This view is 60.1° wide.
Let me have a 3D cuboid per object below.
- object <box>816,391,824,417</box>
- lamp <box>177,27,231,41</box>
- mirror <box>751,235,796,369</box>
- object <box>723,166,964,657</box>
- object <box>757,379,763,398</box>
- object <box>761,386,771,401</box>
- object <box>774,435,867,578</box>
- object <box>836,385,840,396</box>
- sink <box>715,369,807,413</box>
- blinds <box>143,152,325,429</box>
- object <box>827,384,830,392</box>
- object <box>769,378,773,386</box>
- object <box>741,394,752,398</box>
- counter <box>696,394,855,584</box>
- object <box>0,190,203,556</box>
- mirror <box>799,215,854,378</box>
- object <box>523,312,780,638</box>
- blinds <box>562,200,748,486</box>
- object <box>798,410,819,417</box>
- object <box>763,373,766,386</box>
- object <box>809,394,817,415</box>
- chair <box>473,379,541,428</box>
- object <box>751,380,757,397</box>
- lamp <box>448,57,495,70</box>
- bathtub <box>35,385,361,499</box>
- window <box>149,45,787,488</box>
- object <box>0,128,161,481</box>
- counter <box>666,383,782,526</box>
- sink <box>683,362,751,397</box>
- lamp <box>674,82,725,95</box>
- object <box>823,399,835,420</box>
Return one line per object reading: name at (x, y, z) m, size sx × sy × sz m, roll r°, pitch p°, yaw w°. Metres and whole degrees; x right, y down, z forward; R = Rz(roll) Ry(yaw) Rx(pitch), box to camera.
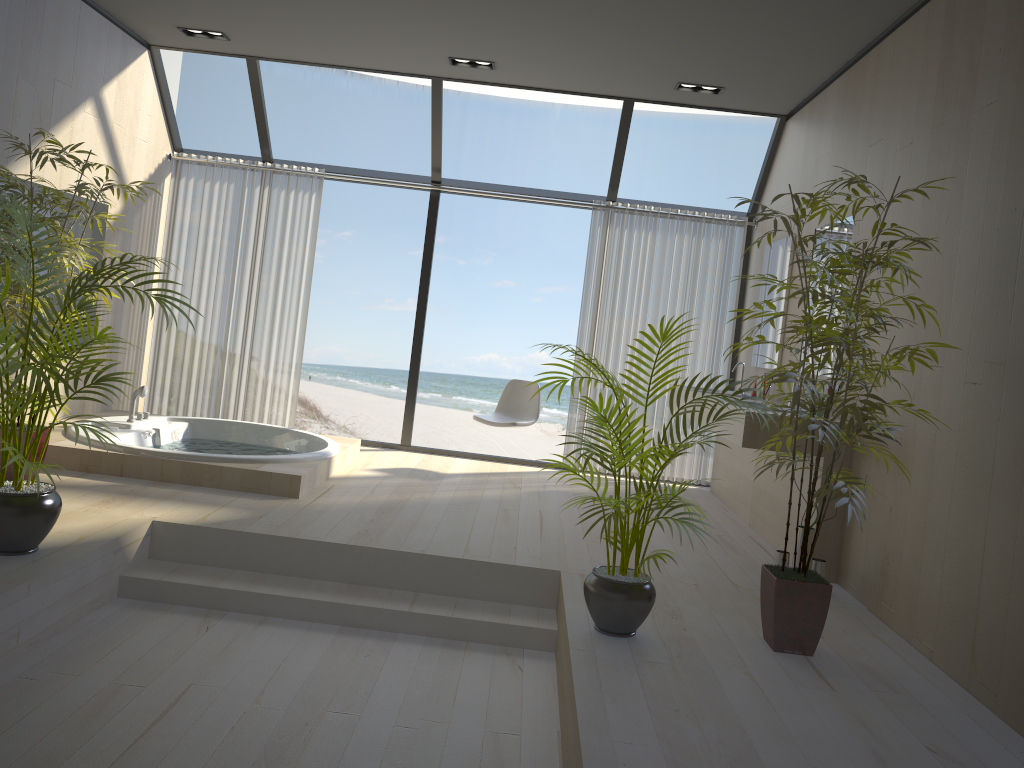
object at (1.602, 0.104, 4.589) m, size 0.039 × 0.135 × 0.039 m, roll 7°, pitch 0°, yaw 43°
lamp at (-2.043, -2.380, 5.890) m, size 0.301 × 0.112 × 0.164 m, roll 7°, pitch 2°, yaw 1°
mirror at (1.763, -0.539, 5.992) m, size 0.023 × 0.868 × 0.654 m, roll 7°, pitch 1°, yaw 1°
object at (1.169, 0.103, 3.210) m, size 0.789 × 1.756 × 0.933 m, roll 7°, pitch 1°, yaw 26°
object at (1.630, 0.036, 5.795) m, size 0.038 × 0.135 × 0.039 m, roll 7°, pitch 0°, yaw -40°
object at (1.605, 0.061, 5.614) m, size 0.058 × 0.100 × 0.058 m, roll 7°, pitch 1°, yaw 8°
object at (1.467, 0.595, 4.136) m, size 0.406 × 0.749 × 0.274 m, roll 7°, pitch 0°, yaw -11°
object at (1.595, 0.091, 4.401) m, size 0.054 × 0.175 × 0.012 m, roll 7°, pitch 0°, yaw 27°
sink at (1.373, 0.107, 4.844) m, size 0.504 × 0.419 × 0.574 m, roll 7°, pitch 2°, yaw 5°
blinds at (-2.143, -0.701, 6.859) m, size 1.183 × 2.070 × 0.084 m, roll 7°, pitch 0°, yaw 1°
object at (1.562, 0.086, 4.386) m, size 0.012 × 0.178 × 0.049 m, roll 7°, pitch 0°, yaw 40°
object at (1.624, 0.022, 5.607) m, size 0.054 × 0.175 × 0.012 m, roll 7°, pitch 0°, yaw 27°
object at (1.511, 0.081, 5.638) m, size 0.105 × 0.029 × 0.032 m, roll 9°, pitch 3°, yaw 41°
counter at (1.372, 0.523, 4.876) m, size 0.550 × 0.790 × 1.207 m, roll 7°, pitch 2°, yaw 1°
object at (-1.736, -0.045, 3.325) m, size 1.064 × 1.345 × 0.875 m, roll 6°, pitch 1°, yaw -10°
mirror at (1.766, -0.477, 4.956) m, size 0.023 × 0.868 × 0.654 m, roll 7°, pitch 1°, yaw 1°
object at (0.391, 0.302, 3.187) m, size 0.919 × 1.157 × 0.749 m, roll 8°, pitch 1°, yaw 35°
blinds at (1.088, -0.316, 6.782) m, size 1.183 × 2.070 × 0.084 m, roll 7°, pitch 0°, yaw 1°
object at (1.483, 0.149, 4.432) m, size 0.105 × 0.029 × 0.032 m, roll 9°, pitch 3°, yaw 41°
object at (1.591, 0.018, 5.591) m, size 0.012 × 0.178 × 0.049 m, roll 7°, pitch 0°, yaw 40°
object at (1.534, 0.101, 4.498) m, size 0.039 × 0.135 × 0.039 m, roll 7°, pitch 0°, yaw 43°
chair at (-0.015, 0.144, 6.456) m, size 0.370 × 0.347 × 0.453 m, roll 8°, pitch 2°, yaw 30°
object at (1.562, 0.033, 5.704) m, size 0.038 × 0.135 × 0.039 m, roll 7°, pitch 0°, yaw -40°
lamp at (-0.257, -2.167, 5.847) m, size 0.301 × 0.112 × 0.164 m, roll 7°, pitch 2°, yaw 1°
bathtub at (-2.021, 0.408, 5.593) m, size 1.821 × 0.698 × 1.649 m, roll 7°, pitch 3°, yaw 1°
window at (-0.483, -0.836, 6.627) m, size 4.561 × 2.814 × 0.745 m, roll 7°, pitch 0°, yaw 1°
object at (-2.435, -0.393, 4.423) m, size 0.789 × 1.756 × 0.933 m, roll 7°, pitch 1°, yaw 26°
counter at (1.401, 0.455, 6.082) m, size 0.550 × 0.790 × 1.207 m, roll 7°, pitch 2°, yaw 1°
sink at (1.402, 0.039, 6.049) m, size 0.504 × 0.419 × 0.574 m, roll 7°, pitch 2°, yaw 5°
lamp at (1.233, -1.989, 5.811) m, size 0.301 × 0.112 × 0.164 m, roll 7°, pitch 2°, yaw 1°
object at (1.577, 0.129, 4.408) m, size 0.058 × 0.100 × 0.058 m, roll 7°, pitch 1°, yaw 12°
